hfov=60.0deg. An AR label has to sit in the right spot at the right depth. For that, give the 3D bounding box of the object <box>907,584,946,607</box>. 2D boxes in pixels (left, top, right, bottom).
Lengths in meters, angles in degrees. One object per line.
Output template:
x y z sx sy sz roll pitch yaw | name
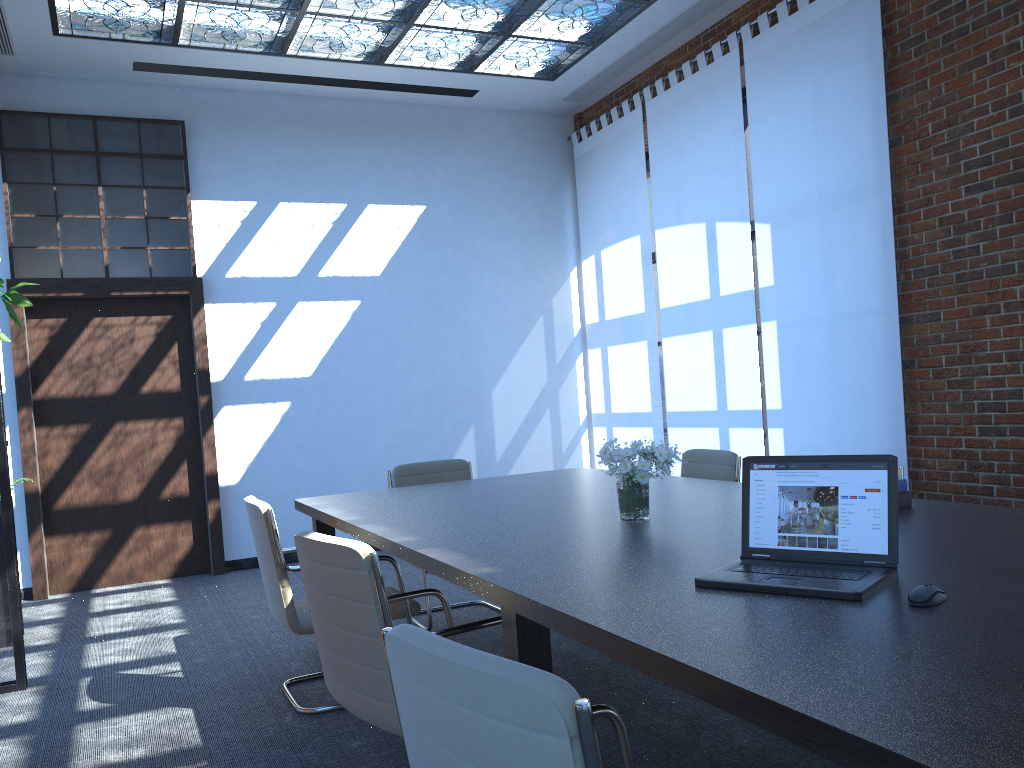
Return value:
0.851 0.433 1.823 0.101 0.034 0.059 -4 0 -44 | object

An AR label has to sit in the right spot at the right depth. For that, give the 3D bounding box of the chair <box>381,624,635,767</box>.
0.211 0.840 1.540 0.705 0.924 0.560 -5 1 -36 | chair

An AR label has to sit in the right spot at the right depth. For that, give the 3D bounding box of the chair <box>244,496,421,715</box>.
-0.817 0.946 4.055 0.705 0.924 0.560 -4 1 -24 | chair

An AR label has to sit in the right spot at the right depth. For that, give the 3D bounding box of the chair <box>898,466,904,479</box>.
1.208 0.798 3.672 0.705 0.924 0.560 -4 1 -31 | chair

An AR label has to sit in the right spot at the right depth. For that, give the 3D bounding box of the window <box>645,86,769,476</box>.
3.206 -0.679 4.504 0.160 3.610 9.628 -5 0 -24 | window

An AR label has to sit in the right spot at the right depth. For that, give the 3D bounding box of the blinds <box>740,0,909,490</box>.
2.017 -0.686 5.788 0.039 3.760 1.219 -5 1 -24 | blinds

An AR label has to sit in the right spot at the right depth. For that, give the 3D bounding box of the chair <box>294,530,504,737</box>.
-0.255 0.890 2.806 0.705 0.924 0.560 -5 1 -36 | chair

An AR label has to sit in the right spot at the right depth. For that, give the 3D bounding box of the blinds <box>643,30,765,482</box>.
1.497 -0.633 6.943 0.039 3.760 1.219 -5 1 -24 | blinds

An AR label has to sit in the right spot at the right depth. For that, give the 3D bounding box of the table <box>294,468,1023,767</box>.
0.560 0.894 3.220 1.807 0.810 4.507 -4 -1 -24 | table

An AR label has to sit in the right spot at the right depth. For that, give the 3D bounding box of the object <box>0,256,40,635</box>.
-3.330 0.359 5.414 0.944 2.493 1.324 -5 1 -24 | object

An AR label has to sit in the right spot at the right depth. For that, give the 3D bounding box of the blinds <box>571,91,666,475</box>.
0.973 -0.581 8.108 0.039 3.760 1.219 -5 1 -24 | blinds

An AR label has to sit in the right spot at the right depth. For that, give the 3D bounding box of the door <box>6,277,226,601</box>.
-3.112 0.391 7.050 1.398 2.437 0.200 -4 2 -24 | door

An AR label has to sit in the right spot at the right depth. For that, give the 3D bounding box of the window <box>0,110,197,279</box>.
-3.222 -1.448 6.948 1.327 1.293 0.059 -4 1 -24 | window

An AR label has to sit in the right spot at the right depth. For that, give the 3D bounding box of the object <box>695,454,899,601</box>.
0.674 0.325 2.106 0.390 0.283 0.322 -4 0 39 | object

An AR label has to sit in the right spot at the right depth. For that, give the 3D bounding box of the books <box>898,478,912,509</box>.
1.204 0.384 3.124 0.294 0.115 0.255 -4 0 -26 | books

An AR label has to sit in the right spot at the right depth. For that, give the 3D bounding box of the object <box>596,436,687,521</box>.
0.454 0.341 3.267 0.329 0.310 0.336 -4 0 -14 | object

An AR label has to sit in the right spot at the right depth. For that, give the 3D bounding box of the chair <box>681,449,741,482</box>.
0.830 0.839 4.755 0.705 0.924 0.560 -4 1 -21 | chair

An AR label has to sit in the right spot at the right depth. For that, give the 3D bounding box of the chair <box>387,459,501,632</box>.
-0.352 0.929 5.255 0.559 0.924 0.707 -4 1 -24 | chair
